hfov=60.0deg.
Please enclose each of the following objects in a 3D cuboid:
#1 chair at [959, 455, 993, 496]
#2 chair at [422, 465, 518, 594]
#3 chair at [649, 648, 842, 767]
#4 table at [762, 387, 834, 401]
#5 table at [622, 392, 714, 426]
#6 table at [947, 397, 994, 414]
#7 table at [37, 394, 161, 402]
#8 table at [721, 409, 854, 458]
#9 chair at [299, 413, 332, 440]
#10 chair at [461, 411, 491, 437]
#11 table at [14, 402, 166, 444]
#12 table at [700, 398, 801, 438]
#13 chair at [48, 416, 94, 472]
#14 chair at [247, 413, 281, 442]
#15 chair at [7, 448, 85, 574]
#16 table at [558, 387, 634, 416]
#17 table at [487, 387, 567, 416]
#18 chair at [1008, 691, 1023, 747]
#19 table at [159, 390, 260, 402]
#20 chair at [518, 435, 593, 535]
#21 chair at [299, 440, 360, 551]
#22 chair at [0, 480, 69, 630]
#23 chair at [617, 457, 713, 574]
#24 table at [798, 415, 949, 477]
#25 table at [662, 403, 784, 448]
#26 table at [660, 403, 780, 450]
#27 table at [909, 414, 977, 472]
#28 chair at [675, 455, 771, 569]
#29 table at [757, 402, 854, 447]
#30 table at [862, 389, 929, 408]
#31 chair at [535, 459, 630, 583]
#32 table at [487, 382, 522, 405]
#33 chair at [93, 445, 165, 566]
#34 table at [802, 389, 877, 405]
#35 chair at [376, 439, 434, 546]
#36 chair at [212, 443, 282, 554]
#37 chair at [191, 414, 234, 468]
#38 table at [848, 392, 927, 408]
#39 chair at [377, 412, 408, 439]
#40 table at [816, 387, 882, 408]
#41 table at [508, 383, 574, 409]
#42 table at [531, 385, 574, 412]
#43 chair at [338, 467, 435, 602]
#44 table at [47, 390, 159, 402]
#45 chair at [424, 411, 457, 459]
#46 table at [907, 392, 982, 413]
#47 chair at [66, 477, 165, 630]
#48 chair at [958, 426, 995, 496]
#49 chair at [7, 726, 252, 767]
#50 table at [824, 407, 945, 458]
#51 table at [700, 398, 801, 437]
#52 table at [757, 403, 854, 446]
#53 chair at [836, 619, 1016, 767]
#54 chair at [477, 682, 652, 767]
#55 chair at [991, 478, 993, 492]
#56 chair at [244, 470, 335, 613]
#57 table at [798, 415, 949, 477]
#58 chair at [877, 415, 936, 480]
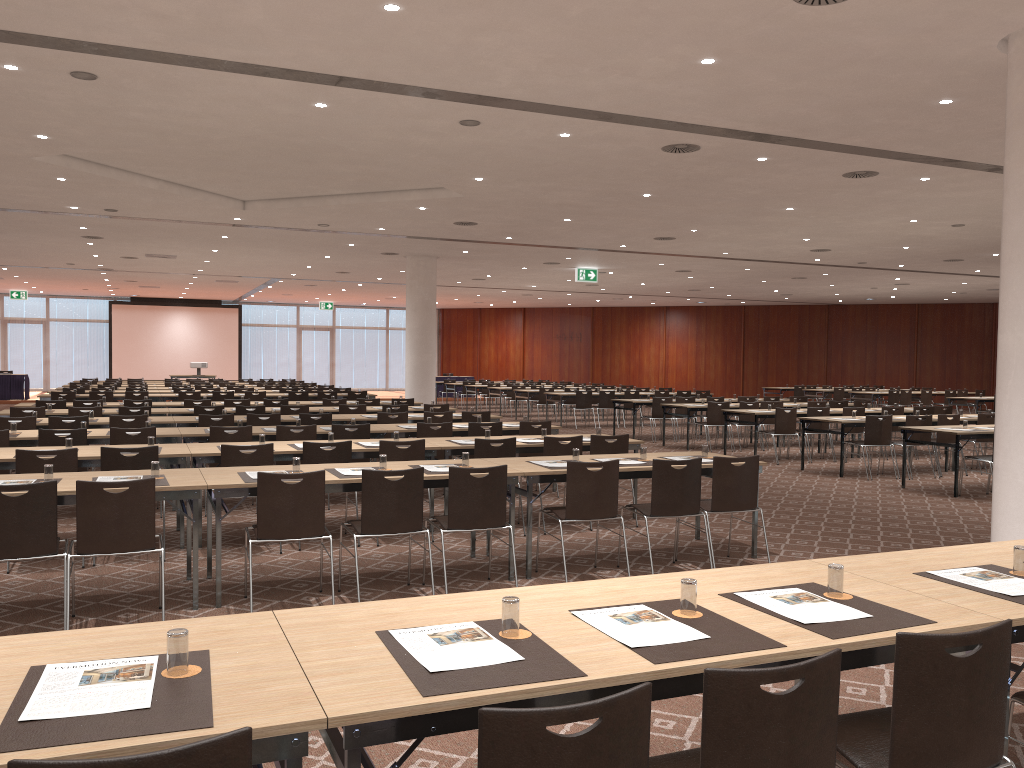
[{"bbox_3d":[6.116,0.983,11.207,0.535,0.940,0.613,0,2,-24],"label":"chair"},{"bbox_3d":[-0.301,1.035,6.390,0.535,0.940,0.613,0,2,-21],"label":"chair"},{"bbox_3d":[0.599,1.160,2.423,0.535,0.940,0.613,0,2,-23],"label":"chair"},{"bbox_3d":[9.740,0.541,30.254,2.267,0.833,0.953,0,2,-23],"label":"table"},{"bbox_3d":[4.126,0.657,23.564,2.267,0.833,0.953,0,2,-23],"label":"table"},{"bbox_3d":[12.640,0.777,23.344,2.267,0.833,0.953,0,2,-23],"label":"table"},{"bbox_3d":[-8.458,0.641,18.283,2.267,0.833,0.953,0,2,-23],"label":"table"},{"bbox_3d":[4.933,0.890,15.776,2.267,0.833,0.953,0,2,-23],"label":"table"},{"bbox_3d":[-2.669,0.847,11.898,0.535,0.940,0.613,0,2,-24],"label":"chair"},{"bbox_3d":[-0.573,0.848,12.814,0.535,0.940,0.613,0,2,-21],"label":"chair"},{"bbox_3d":[-7.105,0.751,15.059,2.267,0.833,0.953,0,2,-23],"label":"table"},{"bbox_3d":[5.480,0.767,20.340,2.267,0.833,0.953,0,2,-23],"label":"table"},{"bbox_3d":[-5.370,0.843,10.764,0.535,0.940,0.613,0,2,-24],"label":"chair"},{"bbox_3d":[-3.307,0.844,11.713,0.535,0.940,0.613,0,2,-25],"label":"chair"},{"bbox_3d":[-3.718,0.969,7.123,0.535,0.940,0.613,0,2,-23],"label":"chair"},{"bbox_3d":[2.579,0.532,27.249,2.267,0.833,0.953,0,2,-23],"label":"table"},{"bbox_3d":[0.486,0.529,26.371,2.267,0.833,0.953,0,2,-23],"label":"table"},{"bbox_3d":[2.110,1.163,3.020,0.535,0.940,0.613,0,2,-20],"label":"chair"},{"bbox_3d":[-7.139,0.581,21.004,2.267,0.833,0.953,0,2,-23],"label":"table"},{"bbox_3d":[0.433,0.973,8.902,0.535,0.940,0.613,0,2,-25],"label":"chair"},{"bbox_3d":[-1.706,0.969,8.051,0.535,0.940,0.613,0,2,-22],"label":"chair"},{"bbox_3d":[-2.960,1.031,5.312,0.535,0.940,0.613,0,2,-25],"label":"chair"},{"bbox_3d":[1.218,1.037,7.027,0.535,0.940,0.613,0,2,-20],"label":"chair"},{"bbox_3d":[5.707,0.953,13.933,2.267,0.833,0.953,0,2,-23],"label":"table"},{"bbox_3d":[4.160,0.827,17.619,2.267,0.833,0.953,0,2,-23],"label":"table"},{"bbox_3d":[4.160,0.827,17.619,2.267,0.833,0.953,0,2,-23],"label":"table"},{"bbox_3d":[7.800,0.956,14.812,2.267,0.833,0.953,0,2,-23],"label":"table"},{"bbox_3d":[1.738,1.037,7.283,0.535,0.940,0.613,0,2,-20],"label":"chair"},{"bbox_3d":[6.253,0.830,18.497,2.267,0.833,0.953,0,2,-23],"label":"table"},{"bbox_3d":[12.606,0.607,29.290,2.267,0.833,0.953,0,2,-23],"label":"table"},{"bbox_3d":[0.548,1.034,6.829,0.535,0.940,0.613,0,2,-21],"label":"chair"},{"bbox_3d":[0.259,0.344,32.777,2.267,0.833,0.953,0,2,-23],"label":"table"},{"bbox_3d":[-3.177,0.969,7.388,0.535,0.940,0.613,0,2,-22],"label":"chair"},{"bbox_3d":[10.513,0.604,28.411,2.267,0.833,0.953,0,2,-23],"label":"table"},{"bbox_3d":[-1.074,0.971,8.270,0.535,0.940,0.613,0,2,-24],"label":"chair"},{"bbox_3d":[-2.324,0.971,7.708,0.535,0.940,0.613,0,2,-25],"label":"chair"},{"bbox_3d":[-3.835,0.844,11.446,0.535,0.940,0.613,0,2,-25],"label":"chair"},{"bbox_3d":[11.286,0.667,26.569,2.267,0.833,0.953,0,2,-23],"label":"table"},{"bbox_3d":[-1.707,0.847,12.339,0.535,0.940,0.613,0,2,-23],"label":"chair"},{"bbox_3d":[11.833,0.544,31.132,2.267,0.833,0.953,0,2,-23],"label":"table"},{"bbox_3d":[1.032,0.406,30.934,2.267,0.833,0.953,0,2,-23],"label":"table"},{"bbox_3d":[1.806,0.469,29.092,2.267,0.833,0.953,0,2,-23],"label":"table"},{"bbox_3d":[-0.877,1.033,6.185,0.535,0.940,0.613,0,2,-24],"label":"chair"},{"bbox_3d":[-9.232,0.578,20.126,2.267,0.833,0.953,0,2,-23],"label":"table"},{"bbox_3d":[-1.109,0.846,12.635,0.535,0.940,0.613,0,2,-25],"label":"chair"},{"bbox_3d":[13.380,0.669,27.447,2.267,0.833,0.953,0,2,-23],"label":"table"},{"bbox_3d":[-2.446,1.032,5.490,0.535,0.940,0.613,0,2,-23],"label":"chair"},{"bbox_3d":[6.084,0.983,11.194,0.535,0.940,0.613,0,2,-23],"label":"chair"},{"bbox_3d":[-0.796,1.157,1.884,0.535,0.940,0.613,0,2,-22],"label":"chair"},{"bbox_3d":[7.027,0.893,16.654,2.267,0.833,0.953,0,2,-23],"label":"table"},{"bbox_3d":[5.480,0.767,20.340,2.267,0.833,0.953,0,2,-23],"label":"table"},{"bbox_3d":[6.253,0.830,18.497,2.267,0.833,0.953,0,2,-23],"label":"table"},{"bbox_3d":[1.217,1.160,2.729,0.535,0.940,0.613,0,2,-20],"label":"chair"},{"bbox_3d":[0.056,1.161,2.158,0.535,0.940,0.613,0,2,-24],"label":"chair"},{"bbox_3d":[6.729,0.980,11.591,0.535,0.940,0.613,0,2,-23],"label":"chair"},{"bbox_3d":[-1.503,1.031,5.968,0.535,0.940,0.613,0,2,-20],"label":"chair"},{"bbox_3d":[5.707,0.953,13.933,2.267,0.833,0.953,0,2,-23],"label":"table"},{"bbox_3d":[5.923,0.921,13.293,0.535,0.940,0.613,0,2,-24],"label":"chair"}]
